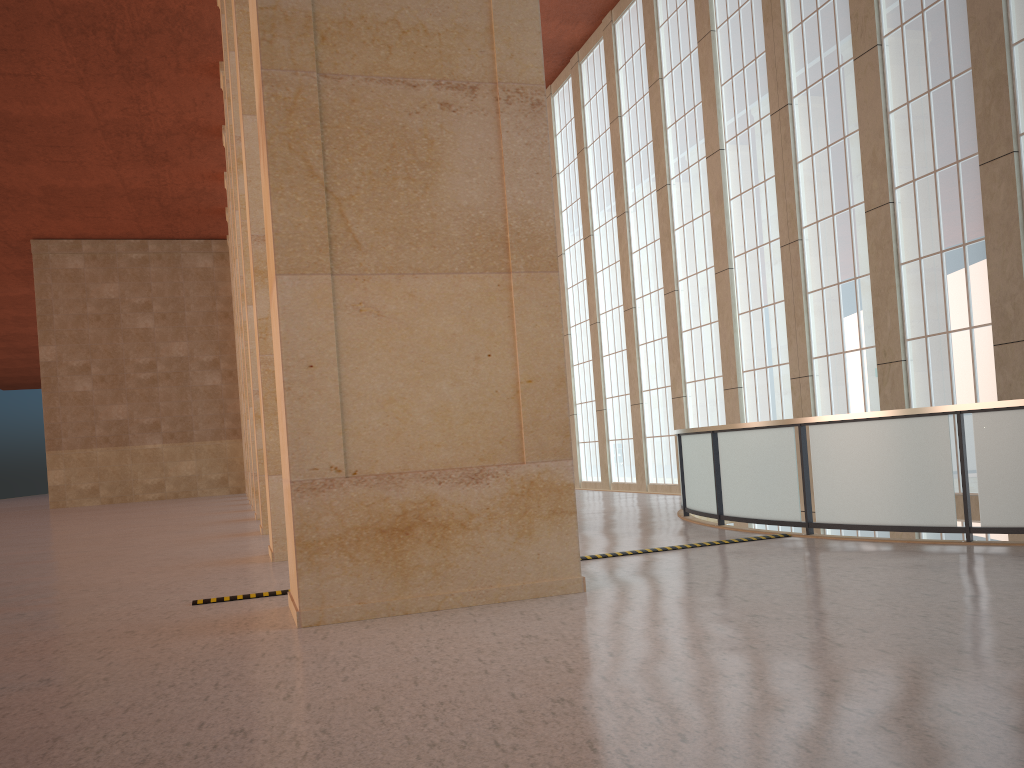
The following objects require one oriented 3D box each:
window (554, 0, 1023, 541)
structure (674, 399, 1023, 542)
[{"bbox_3d":[-9.615,5.044,78.438,0.010,28.606,165.449,-4,-4,-18],"label":"window"},{"bbox_3d":[6.397,1.372,14.782,5.236,1.793,13.127,-2,-5,-28],"label":"structure"}]
